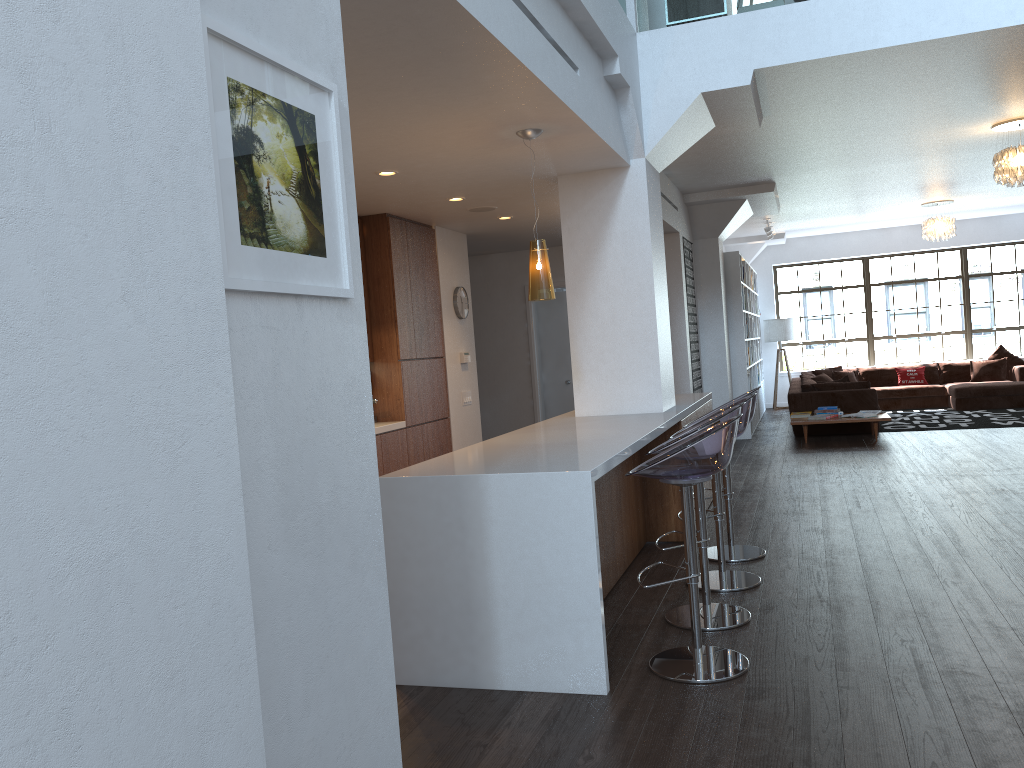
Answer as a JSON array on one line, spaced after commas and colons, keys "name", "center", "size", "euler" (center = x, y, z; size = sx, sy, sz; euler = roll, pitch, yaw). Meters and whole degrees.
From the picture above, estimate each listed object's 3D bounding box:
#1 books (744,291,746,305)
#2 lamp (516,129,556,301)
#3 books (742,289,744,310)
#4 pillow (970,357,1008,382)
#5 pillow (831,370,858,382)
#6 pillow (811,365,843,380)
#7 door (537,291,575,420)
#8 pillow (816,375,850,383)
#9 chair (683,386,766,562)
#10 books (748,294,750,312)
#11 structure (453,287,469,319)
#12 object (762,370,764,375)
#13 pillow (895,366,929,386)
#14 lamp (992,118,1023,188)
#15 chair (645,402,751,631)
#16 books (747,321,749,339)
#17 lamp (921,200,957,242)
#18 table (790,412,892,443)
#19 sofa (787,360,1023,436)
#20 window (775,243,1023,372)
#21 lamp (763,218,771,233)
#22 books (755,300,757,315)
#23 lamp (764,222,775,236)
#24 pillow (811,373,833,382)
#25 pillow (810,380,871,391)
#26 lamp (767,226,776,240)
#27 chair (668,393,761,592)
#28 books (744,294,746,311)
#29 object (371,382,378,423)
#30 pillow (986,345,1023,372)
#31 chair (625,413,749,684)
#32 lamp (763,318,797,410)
[{"name": "books", "center": [3.206, -1.155, 12.504], "size": [0.176, 0.291, 0.053], "euler": [-4, 2, 18]}, {"name": "lamp", "center": [1.227, -1.464, 5.473], "size": [2.842, 1.807, 0.149], "euler": [-6, 2, -32]}, {"name": "books", "center": [2.976, -1.111, 11.749], "size": [0.176, 0.290, 0.053], "euler": [-4, 2, 18]}, {"name": "pillow", "center": [7.381, -0.217, 13.745], "size": [0.542, 0.362, 0.248], "euler": [-3, 2, 39]}, {"name": "pillow", "center": [5.395, -0.067, 14.386], "size": [0.489, 0.337, 0.238], "euler": [-5, 2, -12]}, {"name": "pillow", "center": [5.243, -0.079, 14.538], "size": [0.580, 0.418, 0.334], "euler": [-5, 2, -8]}, {"name": "door", "center": [0.370, -0.105, 11.059], "size": [0.826, 2.032, 0.174], "euler": [-4, 2, 18]}, {"name": "pillow", "center": [4.275, 0.086, 11.654], "size": [0.269, 0.411, 0.559], "euler": [-5, 2, -26]}, {"name": "chair", "center": [1.304, 0.533, 5.397], "size": [0.481, 1.014, 0.530], "euler": [-4, 2, 20]}, {"name": "books", "center": [3.431, -1.193, 13.197], "size": [0.197, 0.283, 0.065], "euler": [-4, 2, 18]}, {"name": "structure", "center": [-0.472, -0.753, 8.228], "size": [0.040, 0.300, 0.300], "euler": [-4, 2, 18]}, {"name": "object", "center": [4.214, -0.186, 15.464], "size": [0.331, 0.088, 0.410], "euler": [-4, 2, 18]}, {"name": "pillow", "center": [6.396, -0.122, 14.202], "size": [0.465, 0.308, 0.220], "euler": [-4, 2, 15]}, {"name": "lamp", "center": [4.437, -2.005, 7.727], "size": [0.442, 0.539, 0.441], "euler": [-5, 2, -29]}, {"name": "chair", "center": [0.891, 0.605, 4.200], "size": [0.481, 1.014, 0.530], "euler": [-4, 2, 16]}, {"name": "books", "center": [3.221, -0.756, 12.429], "size": [0.182, 0.253, 0.034], "euler": [-4, 2, 18]}, {"name": "lamp", "center": [6.021, -2.288, 12.526], "size": [0.442, 0.539, 0.441], "euler": [-5, 2, -29]}, {"name": "table", "center": [3.943, 0.528, 10.681], "size": [1.100, 0.271, 0.853], "euler": [-4, 2, 18]}, {"name": "sofa", "center": [5.807, 0.119, 12.717], "size": [3.481, 0.664, 4.197], "euler": [-4, 2, 18]}, {"name": "window", "center": [7.052, -1.315, 15.433], "size": [4.648, 1.905, 0.114], "euler": [-4, 2, 18]}, {"name": "lamp", "center": [3.701, -2.293, 12.837], "size": [0.120, 0.211, 0.111], "euler": [-6, 2, -37]}, {"name": "books", "center": [4.009, -1.278, 14.901], "size": [0.183, 0.253, 0.034], "euler": [-4, 2, 18]}, {"name": "lamp", "center": [3.859, -2.321, 13.317], "size": [0.120, 0.211, 0.111], "euler": [-5, 2, -22]}, {"name": "pillow", "center": [4.622, 0.035, 13.042], "size": [0.325, 0.391, 0.625], "euler": [-3, 2, 35]}, {"name": "pillow", "center": [4.231, 0.140, 11.391], "size": [0.750, 0.364, 0.289], "euler": [-4, 2, 18]}, {"name": "lamp", "center": [4.022, -2.350, 13.809], "size": [0.120, 0.211, 0.111], "euler": [-5, 2, -7]}, {"name": "chair", "center": [1.106, 0.568, 4.799], "size": [0.481, 1.014, 0.530], "euler": [-4, 2, 16]}, {"name": "books", "center": [3.158, -1.121, 12.346], "size": [0.174, 0.240, 0.054], "euler": [-4, 2, 18]}, {"name": "object", "center": [-1.232, 0.102, 6.962], "size": [0.439, 0.455, 0.284], "euler": [-4, 2, 18]}, {"name": "pillow", "center": [7.622, -0.321, 13.833], "size": [0.651, 0.587, 0.335], "euler": [-4, 2, -3]}, {"name": "chair", "center": [0.720, 0.638, 3.592], "size": [0.481, 1.014, 0.530], "euler": [-4, 2, 20]}, {"name": "lamp", "center": [4.756, -0.357, 15.604], "size": [0.545, 1.579, 0.545], "euler": [-4, 2, 7]}]
